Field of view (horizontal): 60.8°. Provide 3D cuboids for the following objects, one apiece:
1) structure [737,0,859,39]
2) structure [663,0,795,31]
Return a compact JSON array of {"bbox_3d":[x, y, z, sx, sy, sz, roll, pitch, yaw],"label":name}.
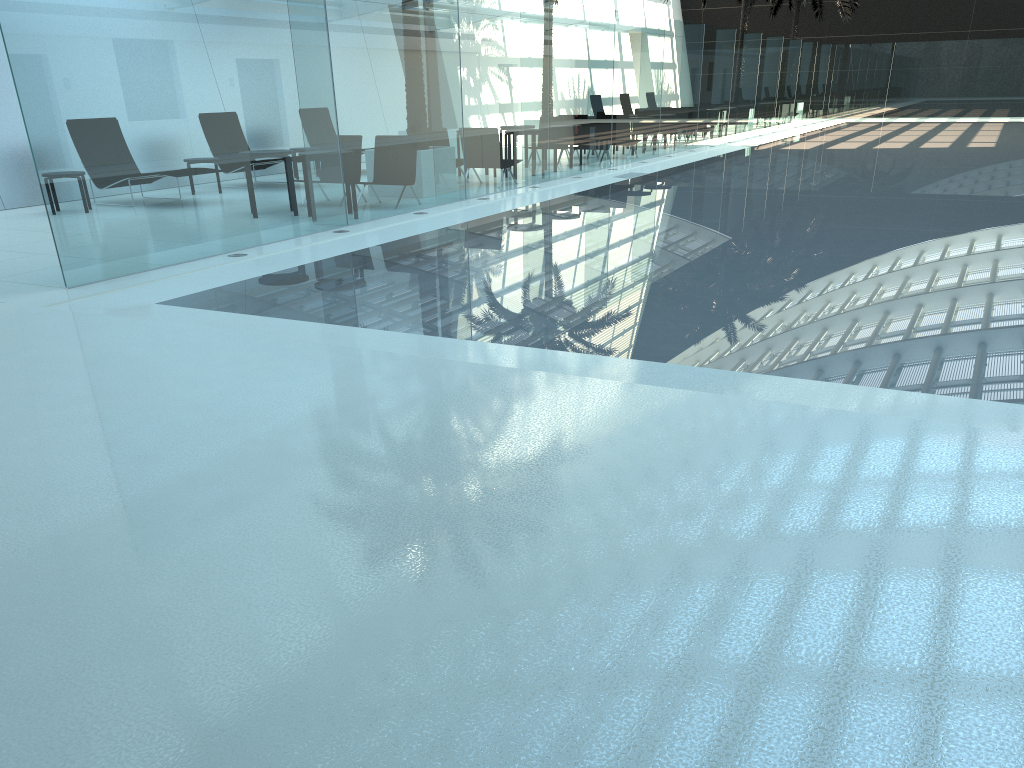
[{"bbox_3d":[11.045,-13.939,33.401,4.456,7.476,4.493,1,24,6],"label":"structure"},{"bbox_3d":[7.251,-11.669,27.001,4.784,7.477,4.185,8,26,19],"label":"structure"}]
